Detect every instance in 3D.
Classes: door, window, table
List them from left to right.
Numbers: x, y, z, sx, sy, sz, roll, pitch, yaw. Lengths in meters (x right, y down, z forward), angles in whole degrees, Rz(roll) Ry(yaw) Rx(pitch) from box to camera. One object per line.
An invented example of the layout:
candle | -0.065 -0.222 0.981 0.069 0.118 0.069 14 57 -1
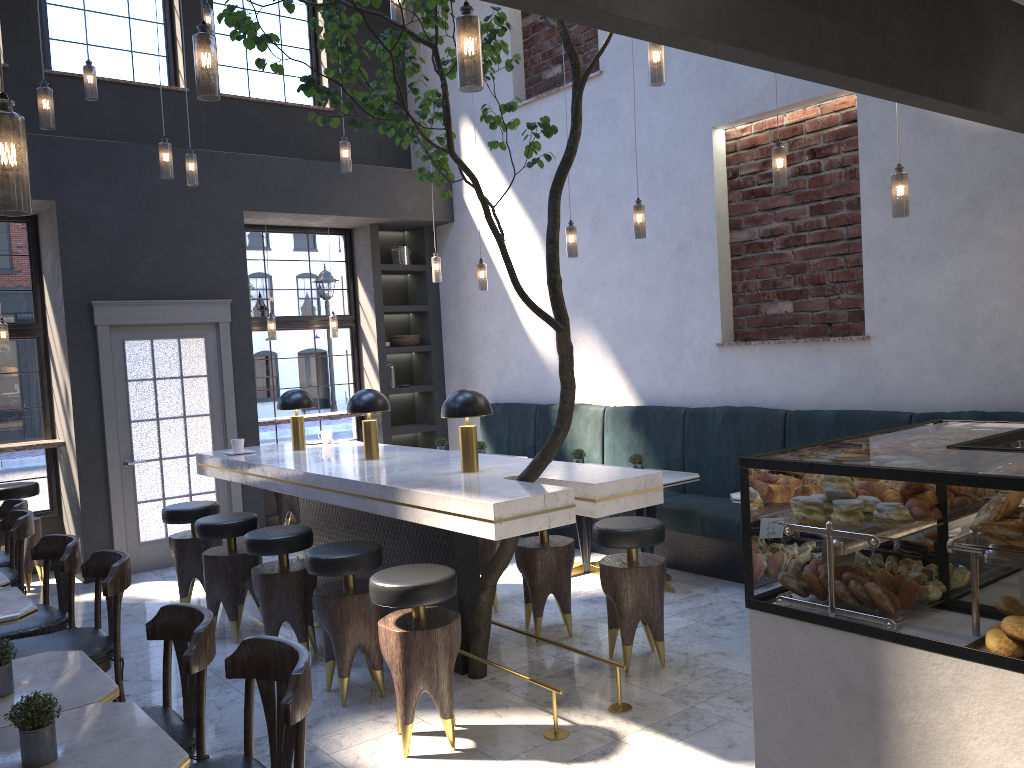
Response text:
door | -2.846 0.416 7.429 1.131 2.220 0.152 -5 4 -38
table | -0.852 1.136 4.984 4.597 0.751 4.830 -5 3 -38
window | 0.358 -1.621 3.099 6.402 5.367 12.709 -5 3 -38

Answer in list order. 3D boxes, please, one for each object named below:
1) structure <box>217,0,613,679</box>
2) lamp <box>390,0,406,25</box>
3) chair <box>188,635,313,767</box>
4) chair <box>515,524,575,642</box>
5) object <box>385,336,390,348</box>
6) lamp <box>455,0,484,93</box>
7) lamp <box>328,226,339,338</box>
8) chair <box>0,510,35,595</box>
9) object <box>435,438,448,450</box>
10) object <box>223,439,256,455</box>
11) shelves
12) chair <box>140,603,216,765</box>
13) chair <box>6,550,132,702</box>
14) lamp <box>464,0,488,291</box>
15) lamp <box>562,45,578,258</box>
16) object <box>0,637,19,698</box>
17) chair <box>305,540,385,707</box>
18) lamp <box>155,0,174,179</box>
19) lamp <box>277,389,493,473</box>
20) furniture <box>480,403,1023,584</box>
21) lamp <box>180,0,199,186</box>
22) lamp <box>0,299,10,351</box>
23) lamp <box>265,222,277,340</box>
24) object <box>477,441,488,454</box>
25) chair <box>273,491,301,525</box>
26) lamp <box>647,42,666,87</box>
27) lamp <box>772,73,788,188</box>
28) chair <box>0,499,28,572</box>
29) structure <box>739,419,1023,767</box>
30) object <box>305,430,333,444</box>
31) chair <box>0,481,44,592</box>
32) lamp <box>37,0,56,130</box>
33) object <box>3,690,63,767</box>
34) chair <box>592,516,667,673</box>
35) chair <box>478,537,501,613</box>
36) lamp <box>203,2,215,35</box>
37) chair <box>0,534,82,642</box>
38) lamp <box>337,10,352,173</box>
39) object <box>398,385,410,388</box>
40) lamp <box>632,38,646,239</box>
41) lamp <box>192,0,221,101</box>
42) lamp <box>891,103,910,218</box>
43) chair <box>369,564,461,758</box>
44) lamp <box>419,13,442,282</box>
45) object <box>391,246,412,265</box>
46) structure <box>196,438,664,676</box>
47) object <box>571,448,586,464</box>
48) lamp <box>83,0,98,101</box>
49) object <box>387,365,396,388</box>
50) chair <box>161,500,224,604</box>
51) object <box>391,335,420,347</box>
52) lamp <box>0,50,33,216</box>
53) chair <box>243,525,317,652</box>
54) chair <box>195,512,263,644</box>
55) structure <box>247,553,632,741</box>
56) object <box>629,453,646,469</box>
structure | -0.251 -1.495 4.346 3.744 5.991 2.805 -3 3 5
lamp | -0.722 -3.976 4.643 0.078 4.107 0.078 -1 4 37
chair | -0.785 1.183 2.392 0.521 0.851 0.538 -5 3 -37
chair | 0.182 1.079 5.117 0.372 0.737 0.370 -3 3 5
object | -1.333 -0.439 9.280 0.117 0.119 0.116 -2 3 28
lamp | -0.243 -2.969 2.673 0.078 4.107 0.078 -4 3 -8
lamp | -1.826 -1.179 8.893 0.078 1.429 0.078 -4 3 -8
chair | -3.040 1.201 5.148 0.521 0.851 0.538 -5 3 -37
object | -0.619 0.552 7.801 0.122 0.165 0.118 -2 3 30
object | -1.863 0.426 6.051 0.175 0.098 0.204 -5 3 -33
shelves | -3.173 0.437 7.846 4.401 0.043 0.384 -5 3 -38
chair | -1.190 1.189 2.809 0.521 0.851 0.538 -5 3 -37
chair | -1.886 1.190 3.790 0.521 0.851 0.538 -5 3 -37
lamp | -0.356 -2.816 7.206 0.078 4.107 0.078 -1 4 37
lamp | 0.323 -2.966 6.326 0.078 4.107 0.078 -3 3 14
object | -1.478 0.810 2.542 0.122 0.165 0.118 -2 3 30
chair | -0.800 1.166 4.347 0.372 0.737 0.370 -4 3 -11
lamp | -2.341 -3.378 5.623 0.078 4.107 0.078 -1 4 37
lamp | 0.842 -1.148 1.919 8.836 3.258 4.180 -2 3 35
furniture | -0.889 0.936 5.010 6.019 1.151 5.341 -5 3 -38
lamp | -2.436 -3.493 6.346 0.078 4.107 0.078 -1 4 37
lamp | -4.118 -0.977 7.089 0.078 1.429 0.078 -3 3 14
lamp | -2.341 -1.133 8.488 0.078 1.429 0.078 -3 3 14
object | -0.259 0.550 7.344 0.122 0.165 0.118 -2 3 30
chair | -2.097 1.037 8.381 0.372 0.821 0.370 -3 3 14
lamp | 0.590 -3.504 4.209 0.078 4.107 0.078 -4 3 -8
lamp | 1.406 -3.166 4.929 0.078 4.107 0.078 -1 4 37
chair | -3.345 1.199 5.645 0.521 0.851 0.497 -5 3 -39
structure | 3.757 0.743 1.355 3.204 1.301 5.805 -5 3 -38
object | -1.409 0.385 6.449 0.301 0.097 0.175 -1 3 43
chair | -3.881 1.195 6.947 0.370 0.821 0.371 -3 3 14
lamp | -2.709 -3.475 4.851 0.078 4.107 0.078 -1 4 37
object | -1.118 0.808 2.085 0.122 0.165 0.118 -2 3 30
chair | 0.616 1.076 4.566 0.372 0.737 0.370 -3 3 5
chair | -0.252 1.082 5.668 0.372 0.737 0.370 -3 3 5
lamp | -2.602 -4.905 7.188 0.078 4.107 0.078 -1 4 37
chair | -2.326 1.197 4.247 0.521 0.851 0.538 -6 4 -45
lamp | -1.343 -3.622 6.477 0.078 4.107 0.078 -1 4 37
object | -1.136 0.023 9.344 0.130 0.026 0.130 -2 3 35
lamp | 0.737 -3.016 5.796 0.078 4.107 0.078 -3 3 14
lamp | -1.188 -3.057 3.032 0.078 4.107 0.078 -4 3 -8
lamp | 1.855 -2.894 4.393 0.078 4.107 0.078 -1 4 37
chair | -0.399 1.166 3.767 0.372 0.737 0.370 -3 3 5
lamp | -0.775 -2.947 7.722 0.078 4.107 0.078 -1 4 37
object | -1.174 -1.355 9.449 0.214 0.215 0.213 -5 3 -29
structure | -0.737 0.970 5.215 0.989 1.050 3.490 -5 3 -38
object | 0.482 0.545 6.403 0.122 0.165 0.118 -2 3 30
lamp | -2.971 -3.983 5.923 0.078 4.107 0.078 -1 4 37
object | -1.266 -0.079 9.276 0.098 0.248 0.098 -3 3 1
chair | -2.136 1.177 5.971 0.372 0.737 0.370 -3 3 5
object | -1.131 -0.460 9.469 0.304 0.124 0.304 -4 2 -17
lamp | -1.238 -2.431 1.892 0.078 4.107 0.078 -1 4 37
chair | -1.259 1.171 4.875 0.372 0.737 0.370 -3 3 5
chair | -1.712 1.176 5.401 0.372 0.737 0.370 -1 4 42
structure | -0.713 1.389 5.235 0.496 0.210 3.498 -5 3 -38
object | 0.842 0.543 5.946 0.122 0.165 0.118 -2 3 30
